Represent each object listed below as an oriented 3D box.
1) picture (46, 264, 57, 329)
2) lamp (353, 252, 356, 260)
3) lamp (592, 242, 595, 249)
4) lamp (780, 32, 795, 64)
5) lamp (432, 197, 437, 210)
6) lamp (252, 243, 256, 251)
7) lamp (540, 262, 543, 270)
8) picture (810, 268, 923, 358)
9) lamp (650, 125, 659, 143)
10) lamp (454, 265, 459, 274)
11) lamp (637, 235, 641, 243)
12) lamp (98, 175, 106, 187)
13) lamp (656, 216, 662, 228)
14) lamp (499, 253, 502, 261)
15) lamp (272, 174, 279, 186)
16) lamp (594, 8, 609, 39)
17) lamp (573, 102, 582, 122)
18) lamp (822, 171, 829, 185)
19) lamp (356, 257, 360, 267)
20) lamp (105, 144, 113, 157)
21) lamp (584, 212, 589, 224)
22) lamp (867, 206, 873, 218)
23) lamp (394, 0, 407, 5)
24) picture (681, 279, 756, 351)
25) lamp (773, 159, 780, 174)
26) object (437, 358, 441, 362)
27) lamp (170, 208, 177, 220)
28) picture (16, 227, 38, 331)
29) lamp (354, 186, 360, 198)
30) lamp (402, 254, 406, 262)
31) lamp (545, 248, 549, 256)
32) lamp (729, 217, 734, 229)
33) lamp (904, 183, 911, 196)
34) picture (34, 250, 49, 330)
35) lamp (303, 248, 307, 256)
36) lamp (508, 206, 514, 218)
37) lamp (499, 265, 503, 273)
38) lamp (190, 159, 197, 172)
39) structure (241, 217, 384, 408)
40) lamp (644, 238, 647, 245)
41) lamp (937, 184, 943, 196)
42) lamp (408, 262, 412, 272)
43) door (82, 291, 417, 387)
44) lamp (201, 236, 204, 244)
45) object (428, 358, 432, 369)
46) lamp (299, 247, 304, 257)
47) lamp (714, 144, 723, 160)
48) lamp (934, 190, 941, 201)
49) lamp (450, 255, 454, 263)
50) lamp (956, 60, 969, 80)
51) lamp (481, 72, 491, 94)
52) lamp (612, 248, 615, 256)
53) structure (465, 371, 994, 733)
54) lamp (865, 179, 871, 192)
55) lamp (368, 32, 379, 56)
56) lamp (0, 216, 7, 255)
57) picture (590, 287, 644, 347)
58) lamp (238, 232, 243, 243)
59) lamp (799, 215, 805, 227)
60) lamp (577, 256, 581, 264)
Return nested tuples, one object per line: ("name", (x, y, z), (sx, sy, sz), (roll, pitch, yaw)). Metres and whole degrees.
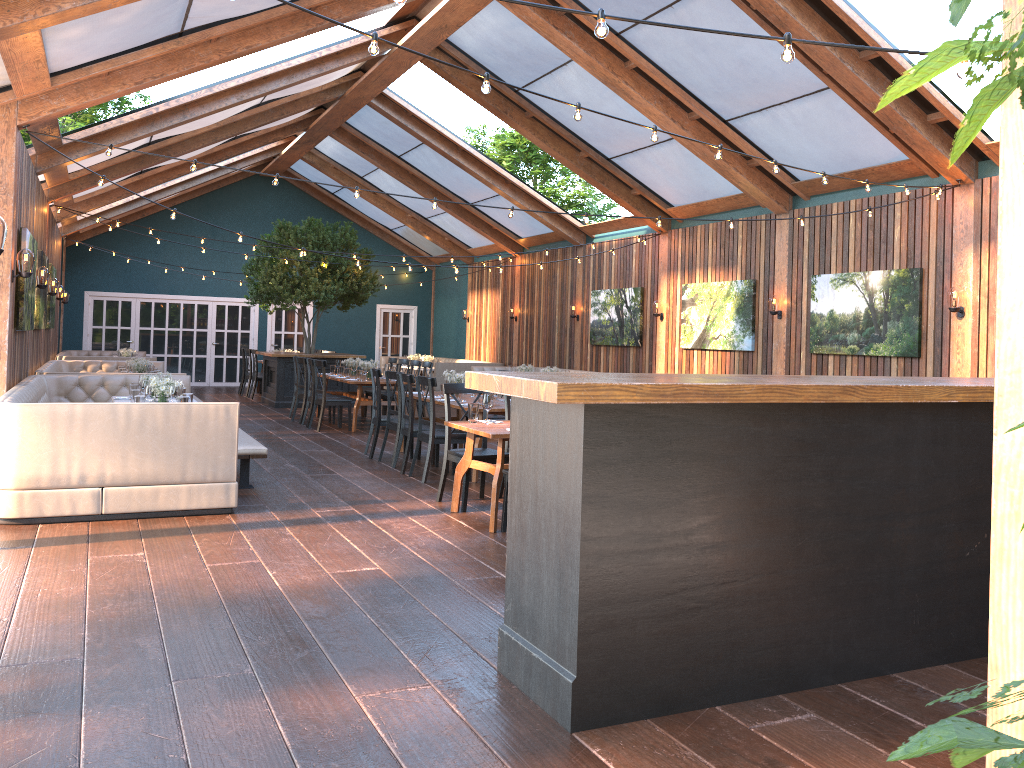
("picture", (-7.421, -1.391, 14.257), (0.065, 0.998, 1.652), (2, 2, -25))
("lamp", (-2.452, -1.996, 13.774), (0.056, 0.121, 0.056), (2, 0, 40))
("lamp", (1.316, -2.231, 14.256), (0.056, 0.120, 0.056), (2, 0, 17))
("lamp", (1.094, -1.333, 3.512), (0.056, 0.121, 0.056), (2, 0, 27))
("lamp", (-0.757, -1.767, 8.657), (0.056, 0.121, 0.056), (2, 0, -11))
("lamp", (-3.951, -2.096, 13.550), (0.056, 0.121, 0.056), (2, 0, -16))
("lamp", (0.424, -1.695, 12.683), (0.056, 0.121, 0.056), (2, 0, 3))
("picture", (4.175, -0.840, 10.545), (0.065, 0.998, 1.652), (2, 2, -25))
("lamp", (0.973, -1.706, 6.033), (0.056, 0.121, 0.056), (2, 0, 1))
("lamp", (-0.732, -1.514, 11.693), (0.056, 0.120, 0.056), (2, 0, -6))
("lamp", (2.058, -2.349, 14.330), (0.056, 0.121, 0.056), (2, 0, -4))
("lamp", (-3.986, -1.976, 8.593), (0.068, 0.117, 0.056), (2, 0, -18))
("lamp", (1.497, -1.649, 8.990), (0.059, 0.119, 0.056), (2, 0, 44))
("lamp", (-0.185, -2.023, 14.088), (0.056, 0.121, 0.056), (2, 0, -4))
("lamp", (-2.252, -1.950, 8.451), (0.075, 0.114, 0.056), (2, 0, 21))
("lamp", (0.345, -1.386, 3.396), (0.056, 0.121, 0.056), (2, 0, 30))
("lamp", (0.413, -1.699, 5.520), (0.056, 0.121, 0.056), (2, 0, -6))
("lamp", (2.675, -1.759, 7.559), (0.056, 0.120, 0.056), (2, 0, 25))
("lamp", (-1.855, -1.474, 10.662), (0.056, 0.121, 0.056), (2, 0, -26))
("lamp", (-3.737, -2.169, 8.204), (0.064, 0.118, 0.056), (2, 0, 38))
("lamp", (0.749, -1.664, 8.876), (0.056, 0.121, 0.056), (2, 0, 33))
("lamp", (3.760, -1.804, 9.282), (0.056, 0.118, 0.066), (2, 0, 4))
("lamp", (-0.414, -1.482, 3.317), (0.064, 0.118, 0.056), (2, 0, -23))
("picture", (3.005, -1.006, 13.026), (0.065, 0.998, 1.652), (2, 2, -25))
("lamp", (2.107, -1.731, 7.053), (0.056, 0.120, 0.056), (2, 0, 21))
("object", (-1.661, -0.462, 20.001), (0.092, 0.245, 0.092), (2, 0, 23))
("lamp", (-3.485, -1.750, 9.104), (0.056, 0.119, 0.059), (2, 0, 6))
("picture", (-5.061, -1.057, 9.252), (0.065, 0.998, 1.652), (2, 2, -25))
("lamp", (-1.498, -1.851, 8.535), (0.056, 0.121, 0.056), (2, 0, 41))
("lamp", (-1.697, -1.974, 13.885), (0.056, 0.121, 0.056), (2, 0, -10))
("lamp", (0.560, -2.118, 14.187), (0.063, 0.119, 0.056), (2, 0, -32))
("lamp", (2.254, -1.649, 9.082), (0.056, 0.121, 0.056), (2, 0, 9))
("lamp", (3.820, -1.879, 8.547), (0.061, 0.119, 0.056), (2, 0, -9))
("picture", (-6.251, -1.225, 11.776), (0.065, 0.998, 1.652), (2, 2, -25))
("lamp", (-3.200, -2.035, 13.671), (0.056, 0.121, 0.056), (2, 0, 16))
("lamp", (-0.013, -1.702, 8.768), (0.057, 0.120, 0.056), (2, 0, -31))
("lamp", (-0.151, -1.585, 12.187), (0.056, 0.121, 0.056), (2, 0, -38))
("lamp", (-2.999, -2.057, 8.331), (0.056, 0.114, 0.075), (2, 0, -27))
("structure", (-3.923, -1.447, 17.334), (2.713, 3.699, 2.853), (2, 1, -16))
("lamp", (2.128, -2.270, 14.124), (0.062, 0.119, 0.056), (2, 0, -42))
("lamp", (4.383, -1.987, 9.060), (0.056, 0.120, 0.056), (2, 0, 26))
("lamp", (-1.286, -1.477, 11.173), (0.056, 0.120, 0.056), (2, 0, -20))
("door", (-6.335, -1.042, 22.413), (8.166, 2.211, 0.174), (0, 0, -25))
("lamp", (-4.698, -2.185, 13.429), (0.056, 0.121, 0.056), (2, 0, -13))
("object", (-1.860, -0.467, 19.979), (0.092, 0.245, 0.092), (2, 0, 23))
("lamp", (-2.414, -1.511, 10.141), (0.056, 0.120, 0.056), (2, 0, 25))
("lamp", (1.528, -1.717, 6.549), (0.056, 0.120, 0.056), (2, 0, -19))
("lamp", (4.499, -1.993, 9.356), (0.065, 0.118, 0.056), (2, 0, 25))
("lamp", (-0.951, -1.976, 14.006), (0.056, 0.117, 0.067), (2, 0, 28))
("lamp", (1.846, -1.304, 3.610), (0.056, 0.121, 0.056), (2, 0, 33))
("lamp", (-0.145, -1.702, 5.007), (0.056, 0.121, 0.056), (2, 0, -9))
("lamp", (1.568, -2.038, 13.651), (0.060, 0.119, 0.056), (2, 0, -3))
("structure", (3.034, 0.626, 4.918), (6.796, 1.276, 0.857), (0, 1, -25))
("lamp", (3.245, -1.806, 8.063), (0.059, 0.119, 0.056), (2, 0, 18))
("lamp", (-0.699, -1.725, 4.484), (0.056, 0.121, 0.056), (2, 0, -32))
("lamp", (-3.299, -0.916, 5.600), (0.178, 0.320, 0.146), (2, 0, -25))
("picture", (1.815, -1.174, 15.551), (0.065, 0.998, 1.652), (2, 2, -25))
("lamp", (-2.952, -1.598, 9.617), (0.056, 0.120, 0.056), (2, 0, -28))
("lamp", (3.011, -1.692, 9.181), (0.056, 0.121, 0.056), (2, 0, -9))
("lamp", (0.996, -1.846, 13.172), (0.071, 0.116, 0.056), (2, 0, -3))
